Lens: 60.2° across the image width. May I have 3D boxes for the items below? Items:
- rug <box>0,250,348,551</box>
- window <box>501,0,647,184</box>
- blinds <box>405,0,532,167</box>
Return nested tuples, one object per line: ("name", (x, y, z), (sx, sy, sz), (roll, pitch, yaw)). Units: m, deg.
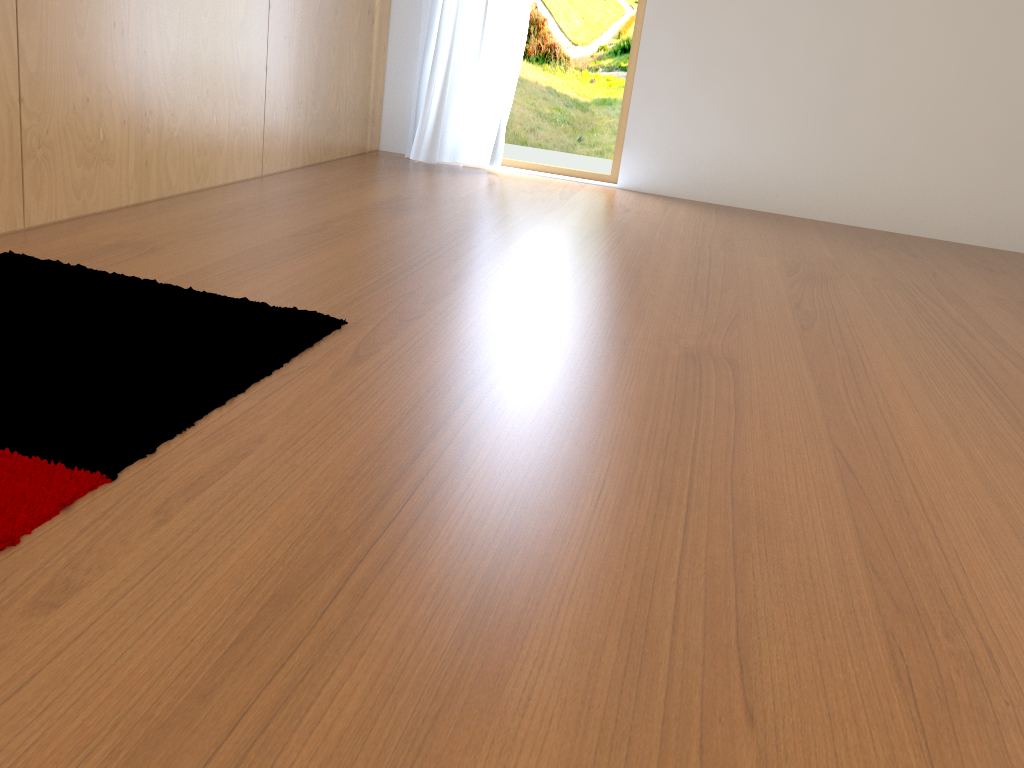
("rug", (-1.253, 0.384, 0.401), (0.919, 0.011, 3.799), (11, 21, 10))
("window", (0.268, -1.999, 4.621), (0.877, 1.747, 0.026), (11, 18, 11))
("blinds", (0.783, -1.941, 4.330), (2.854, 1.992, 0.237), (11, 18, 10))
